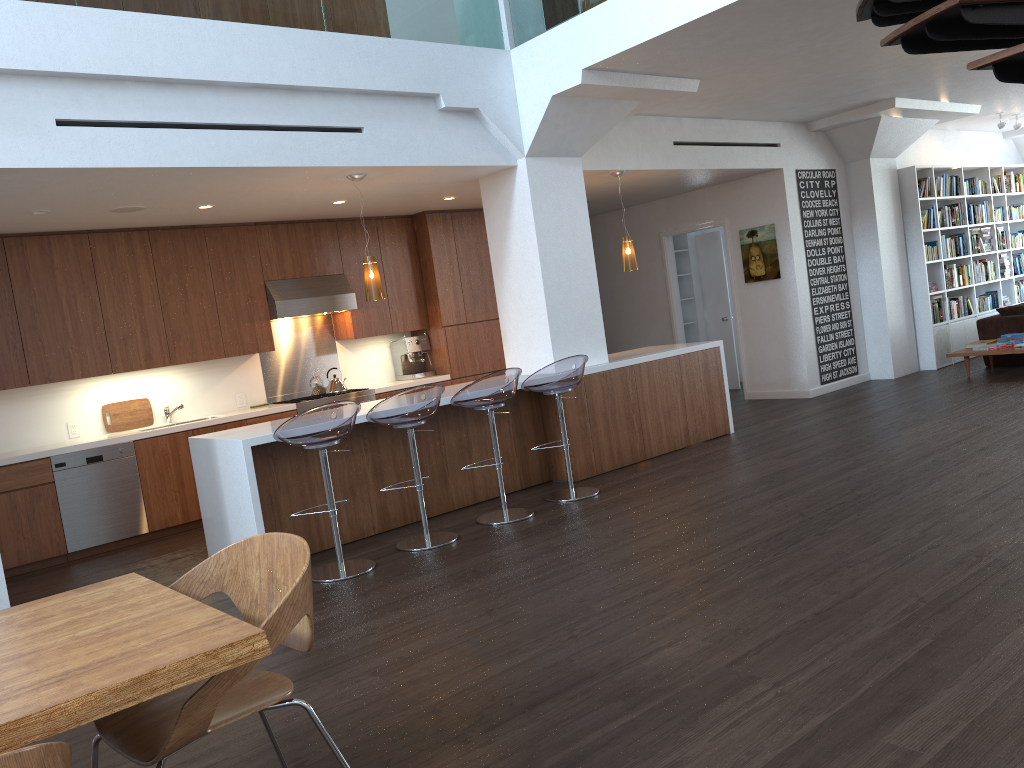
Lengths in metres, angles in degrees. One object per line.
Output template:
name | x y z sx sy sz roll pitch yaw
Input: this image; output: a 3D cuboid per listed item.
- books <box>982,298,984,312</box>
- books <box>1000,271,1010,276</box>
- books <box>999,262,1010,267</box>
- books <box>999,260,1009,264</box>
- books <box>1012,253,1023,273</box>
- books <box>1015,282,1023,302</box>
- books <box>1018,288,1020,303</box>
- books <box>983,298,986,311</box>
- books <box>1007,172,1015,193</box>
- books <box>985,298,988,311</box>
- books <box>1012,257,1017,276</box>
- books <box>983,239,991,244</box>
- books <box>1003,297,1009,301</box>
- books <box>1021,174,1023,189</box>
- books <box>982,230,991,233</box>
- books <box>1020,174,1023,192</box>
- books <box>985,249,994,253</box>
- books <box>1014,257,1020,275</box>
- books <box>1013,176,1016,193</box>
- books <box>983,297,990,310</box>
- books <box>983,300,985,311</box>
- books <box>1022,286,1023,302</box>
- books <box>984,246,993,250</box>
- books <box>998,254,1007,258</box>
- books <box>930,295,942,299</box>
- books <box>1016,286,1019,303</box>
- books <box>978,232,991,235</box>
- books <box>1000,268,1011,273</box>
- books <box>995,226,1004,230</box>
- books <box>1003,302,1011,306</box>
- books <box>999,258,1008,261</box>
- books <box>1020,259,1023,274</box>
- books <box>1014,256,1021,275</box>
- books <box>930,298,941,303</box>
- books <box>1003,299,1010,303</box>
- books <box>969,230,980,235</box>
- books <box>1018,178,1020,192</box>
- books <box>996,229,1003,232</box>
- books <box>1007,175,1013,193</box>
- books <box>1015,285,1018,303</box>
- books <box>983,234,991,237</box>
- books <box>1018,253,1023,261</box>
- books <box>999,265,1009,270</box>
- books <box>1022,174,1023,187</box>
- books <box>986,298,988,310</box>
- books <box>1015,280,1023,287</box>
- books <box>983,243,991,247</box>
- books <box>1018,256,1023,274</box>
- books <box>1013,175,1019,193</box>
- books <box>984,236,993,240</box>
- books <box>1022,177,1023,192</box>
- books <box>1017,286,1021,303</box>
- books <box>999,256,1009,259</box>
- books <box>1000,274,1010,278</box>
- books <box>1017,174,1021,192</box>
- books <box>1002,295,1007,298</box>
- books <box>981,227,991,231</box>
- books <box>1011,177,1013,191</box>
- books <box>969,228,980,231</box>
books | 6.076 -1.024 11.543 0.018 0.171 0.109 -12 6 -39
books | 6.596 -1.489 12.036 0.160 0.037 0.251 -11 5 -34
books | 6.584 -1.610 12.024 0.183 0.040 0.253 -12 6 -39
books | 6.588 -1.645 12.021 0.161 0.032 0.223 -12 6 -39
books | 7.019 -1.665 12.354 0.136 0.290 0.197 -12 6 -39
books | 6.957 -1.265 12.288 0.066 0.284 0.198 -12 6 -39
books | 6.905 -1.222 12.229 0.026 0.223 0.161 -12 6 -39
books | 6.121 -1.030 11.576 0.020 0.167 0.120 -12 6 -39
books | 6.833 -2.767 12.248 0.053 0.290 0.176 -12 6 -39
books | 6.145 -1.032 11.588 0.032 0.162 0.106 -12 6 -39
books | 6.805 -1.602 12.163 0.077 0.255 0.182 -12 6 -39
books | 6.197 -1.873 11.716 0.231 0.045 0.168 -12 6 -44
books | 6.598 -1.148 12.073 0.174 0.032 0.254 -11 5 -34
books | 7.048 -2.793 12.419 0.034 0.253 0.183 -12 6 -39
books | 6.196 -2.007 11.710 0.208 0.024 0.144 -11 5 -34
books | 7.025 -2.788 12.395 0.034 0.253 0.183 -12 6 -39
books | 6.217 -1.751 11.710 0.246 0.039 0.171 -12 6 -39
books | 6.884 -1.612 12.227 0.085 0.243 0.174 -12 6 -39
books | 6.884 -2.754 12.310 0.045 0.240 0.174 -12 6 -39
books | 6.196 -1.049 11.641 0.032 0.173 0.126 -12 6 -39
books | 6.095 -1.018 11.551 0.019 0.153 0.110 -12 6 -39
books | 7.003 -1.256 12.307 0.026 0.250 0.160 -12 6 -39
books | 6.208 -1.789 11.708 0.251 0.039 0.160 -11 5 -34
books | 6.573 -1.728 11.997 0.129 0.041 0.185 -10 5 -24
books | 5.044 -1.039 10.705 0.161 0.027 0.223 -11 5 -29
books | 6.870 -1.224 12.214 0.045 0.240 0.174 -12 6 -39
books | 6.193 -1.983 11.734 0.223 0.027 0.161 -4 6 40
books | 6.606 -1.531 12.052 0.180 0.040 0.259 -12 6 -39
books | 6.452 -2.079 11.914 0.161 0.030 0.224 -11 5 -29
books | 6.608 -1.082 12.072 0.197 0.035 0.284 -12 6 -39
books | 6.588 -1.671 11.992 0.161 0.026 0.223 -4 6 40
books | 7.000 -1.625 12.325 0.083 0.222 0.161 -12 6 -39
books | 6.910 -1.624 12.256 0.077 0.255 0.182 -12 6 -39
books | 5.061 -1.006 10.728 0.174 0.045 0.240 -4 6 40
books | 6.603 -1.115 12.070 0.284 0.033 0.197 -5 5 36
books | 5.891 -1.942 11.441 0.240 0.045 0.174 -12 6 -39
books | 6.970 -2.765 12.359 0.037 0.231 0.168 -12 6 -39
books | 6.450 -2.048 11.911 0.161 0.031 0.223 -12 6 -39
books | 6.775 -2.732 12.196 0.057 0.246 0.171 -12 6 -39
books | 6.839 -1.225 12.189 0.034 0.253 0.183 -12 6 -39
books | 6.189 -1.951 11.710 0.223 0.033 0.161 -12 6 -39
books | 7.069 -1.676 12.390 0.125 0.293 0.176 -12 6 -39
books | 6.598 -1.571 12.029 0.168 0.044 0.231 -12 6 -44
books | 7.105 -2.803 12.465 0.026 0.250 0.160 -12 6 -39
books | 6.164 -1.039 11.603 0.017 0.167 0.107 -12 6 -39
books | 7.046 -1.286 12.351 0.053 0.290 0.176 -12 6 -39
books | 6.184 -1.827 11.721 0.259 0.042 0.180 -12 6 -39
books | 6.953 -1.630 12.278 0.098 0.253 0.182 -12 6 -39
books | 6.936 -2.766 12.324 0.057 0.246 0.171 -12 6 -39
books | 6.193 -1.914 11.704 0.253 0.042 0.183 -12 6 -39
books | 7.074 -2.792 12.450 0.045 0.240 0.174 -12 6 -39
books | 6.921 -1.231 12.257 0.037 0.231 0.168 -12 6 -39
books | 6.585 -1.697 12.001 0.144 0.024 0.208 -11 5 -34
books | 6.600 -1.452 12.036 0.171 0.038 0.246 -12 6 -39
books | 6.997 -2.782 12.377 0.034 0.253 0.183 -12 6 -39
books | 6.595 -1.176 12.066 0.144 0.025 0.204 -12 6 -39
books | 6.193 -2.040 11.700 0.185 0.043 0.129 -10 5 -24
books | 6.809 -2.728 12.223 0.027 0.223 0.161 -12 6 -39
books | 5.874 -1.975 11.418 0.161 0.027 0.223 -11 5 -29
